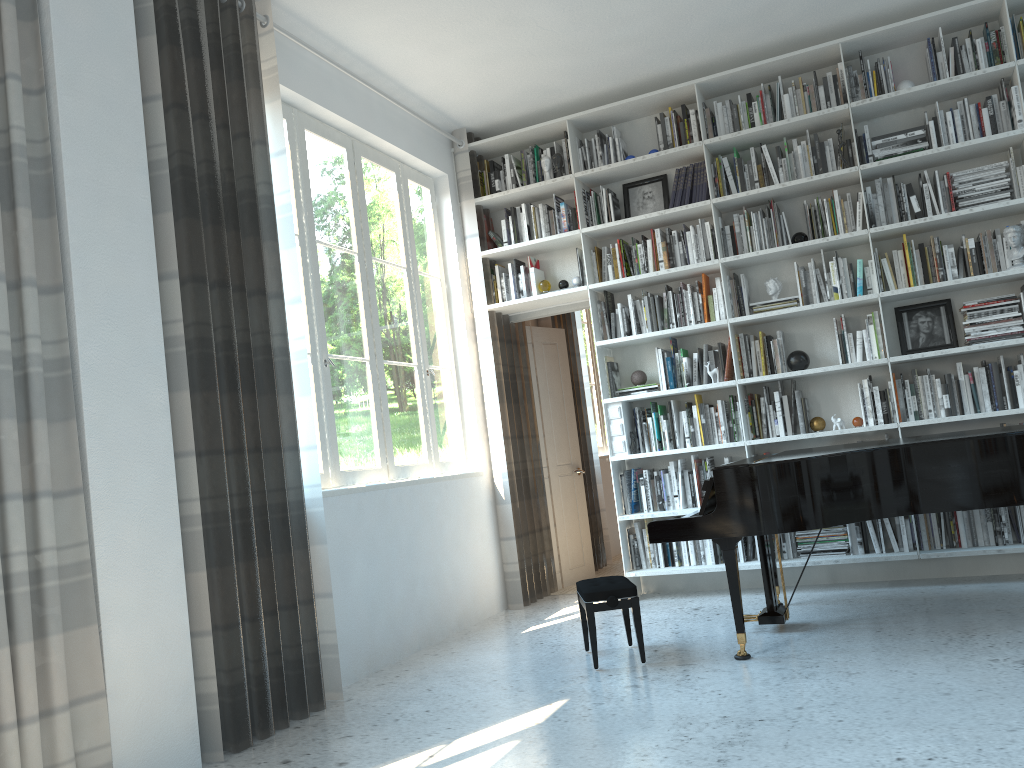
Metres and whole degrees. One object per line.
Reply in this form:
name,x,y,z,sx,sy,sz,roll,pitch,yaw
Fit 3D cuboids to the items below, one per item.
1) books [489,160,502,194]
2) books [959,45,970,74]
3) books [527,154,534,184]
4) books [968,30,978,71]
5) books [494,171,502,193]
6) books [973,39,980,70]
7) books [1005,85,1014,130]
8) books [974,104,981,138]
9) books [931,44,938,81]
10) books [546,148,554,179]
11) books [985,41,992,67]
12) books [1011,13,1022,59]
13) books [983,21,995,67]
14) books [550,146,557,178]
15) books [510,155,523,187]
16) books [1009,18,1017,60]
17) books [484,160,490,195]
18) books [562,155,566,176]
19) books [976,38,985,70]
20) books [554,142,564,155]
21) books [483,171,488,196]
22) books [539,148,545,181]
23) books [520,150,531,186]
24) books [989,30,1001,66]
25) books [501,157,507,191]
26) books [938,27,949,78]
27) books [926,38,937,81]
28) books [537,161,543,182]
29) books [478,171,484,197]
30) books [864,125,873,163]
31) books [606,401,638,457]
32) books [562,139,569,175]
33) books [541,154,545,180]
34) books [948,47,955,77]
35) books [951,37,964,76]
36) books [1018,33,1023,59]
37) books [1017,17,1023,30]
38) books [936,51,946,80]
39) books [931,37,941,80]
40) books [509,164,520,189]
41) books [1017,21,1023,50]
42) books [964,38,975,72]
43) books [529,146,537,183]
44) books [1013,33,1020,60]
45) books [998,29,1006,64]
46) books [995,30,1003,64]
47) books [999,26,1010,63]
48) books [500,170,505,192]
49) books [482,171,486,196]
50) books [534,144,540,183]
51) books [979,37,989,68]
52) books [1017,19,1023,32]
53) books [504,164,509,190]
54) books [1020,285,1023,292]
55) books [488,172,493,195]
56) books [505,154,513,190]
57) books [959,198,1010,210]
books,-0.095,-1.394,6.139,0.025,0.269,0.177,-9,-5,23
books,2.554,-1.783,5.000,0.033,0.202,0.166,-9,-5,23
books,0.157,-1.426,6.059,0.030,0.257,0.130,-9,-5,23
books,2.587,-1.824,4.976,0.010,0.270,0.180,-9,-5,23
books,-0.066,-1.357,6.126,0.028,0.186,0.182,-9,-5,23
books,2.604,-1.799,4.979,0.012,0.217,0.179,-9,-5,23
books,2.758,-1.492,4.929,0.010,0.299,0.133,-9,-5,23
books,2.612,-1.439,4.987,0.011,0.238,0.139,-9,-5,23
books,2.419,-1.793,5.076,0.011,0.266,0.129,-9,-5,23
books,0.290,-1.446,5.988,0.021,0.253,0.179,-9,-5,23
books,2.670,-1.801,4.973,0.014,0.204,0.135,-9,-5,23
books,2.788,-1.869,4.903,0.007,0.298,0.181,-9,-5,23
books,2.673,-1.854,4.966,0.012,0.308,0.138,-9,-5,23
books,0.310,-1.452,5.976,0.027,0.259,0.147,-9,-5,23
books,0.067,-1.417,6.061,0.057,0.262,0.190,-9,-5,23
books,2.767,-1.856,4.908,0.008,0.278,0.170,-9,-5,23
books,-0.135,-1.396,6.159,0.014,0.285,0.175,-9,-5,23
books,0.375,-1.425,5.953,0.028,0.184,0.167,-9,-5,23
books,2.614,-1.794,4.956,0.023,0.202,0.193,-9,-5,23
books,0.331,-1.471,5.981,0.013,0.291,0.154,-9,-5,23
books,-0.145,-1.362,6.173,0.023,0.223,0.151,-9,-5,23
books,0.233,-1.447,6.018,0.013,0.275,0.158,-9,-5,23
books,0.116,-1.434,6.057,0.039,0.282,0.181,-9,-5,23
books,2.692,-1.825,4.949,0.028,0.243,0.161,-9,-5,23
books,-0.023,-1.410,6.119,0.010,0.281,0.160,-9,-5,23
books,2.455,-1.833,5.041,0.010,0.331,0.186,-9,-5,23
books,2.400,-1.804,5.067,0.014,0.292,0.176,-9,-5,23
books,0.218,-1.401,6.016,0.024,0.187,0.159,-9,-5,23
books,-0.187,-1.354,6.178,0.014,0.219,0.188,-9,-5,23
books,2.088,-1.363,5.181,0.021,0.249,0.191,-9,-5,23
books,0.716,0.290,5.714,0.106,0.339,0.307,-9,-5,23
books,0.391,-1.479,5.946,0.022,0.286,0.175,-9,-5,23
books,0.251,-1.426,6.009,0.021,0.226,0.156,-9,-5,23
books,2.491,-1.777,5.029,0.050,0.210,0.173,-9,-5,23
books,2.530,-1.811,5.032,0.028,0.269,0.140,-9,-5,23
books,2.808,-1.818,4.901,0.015,0.192,0.160,-9,-5,23
books,2.825,-1.864,4.896,0.007,0.279,0.150,-9,-5,23
books,2.452,-1.768,5.064,0.031,0.208,0.147,-9,-5,23
books,2.423,-1.809,5.065,0.011,0.296,0.157,-9,-5,23
books,0.042,-1.384,6.077,0.030,0.206,0.175,-9,-5,23
books,2.805,-1.844,4.875,0.007,0.239,0.191,-9,-5,23
books,2.579,-1.804,4.995,0.023,0.236,0.154,-9,-5,23
books,0.168,-1.452,6.039,0.014,0.304,0.145,-9,-5,23
books,2.791,-1.820,4.920,0.016,0.204,0.143,-9,-5,23
books,2.724,-1.828,4.936,0.014,0.238,0.153,-9,-5,23
books,2.715,-1.828,4.950,0.014,0.244,0.145,-9,-5,23
books,2.742,-1.839,4.936,0.022,0.257,0.136,-9,-5,23
books,-0.030,-1.365,6.138,0.031,0.195,0.145,-9,-5,23
books,-0.162,-1.360,6.191,0.024,0.228,0.130,-9,-5,23
books,0.191,-1.460,6.041,0.029,0.314,0.129,-9,-5,23
books,2.652,-1.812,4.988,0.026,0.233,0.137,-9,-5,23
books,2.816,-1.854,4.887,0.006,0.259,0.166,-9,-5,23
books,0.000,-1.386,6.117,0.024,0.227,0.157,-9,-5,23
books,2.833,-0.392,4.875,0.011,0.298,0.130,-9,-5,23
books,-0.111,-1.353,6.151,0.024,0.194,0.167,-9,-5,23
books,0.016,-1.418,6.100,0.028,0.283,0.189,-9,-5,23
books,2.636,-0.985,4.954,0.254,0.012,0.161,-9,-6,26
